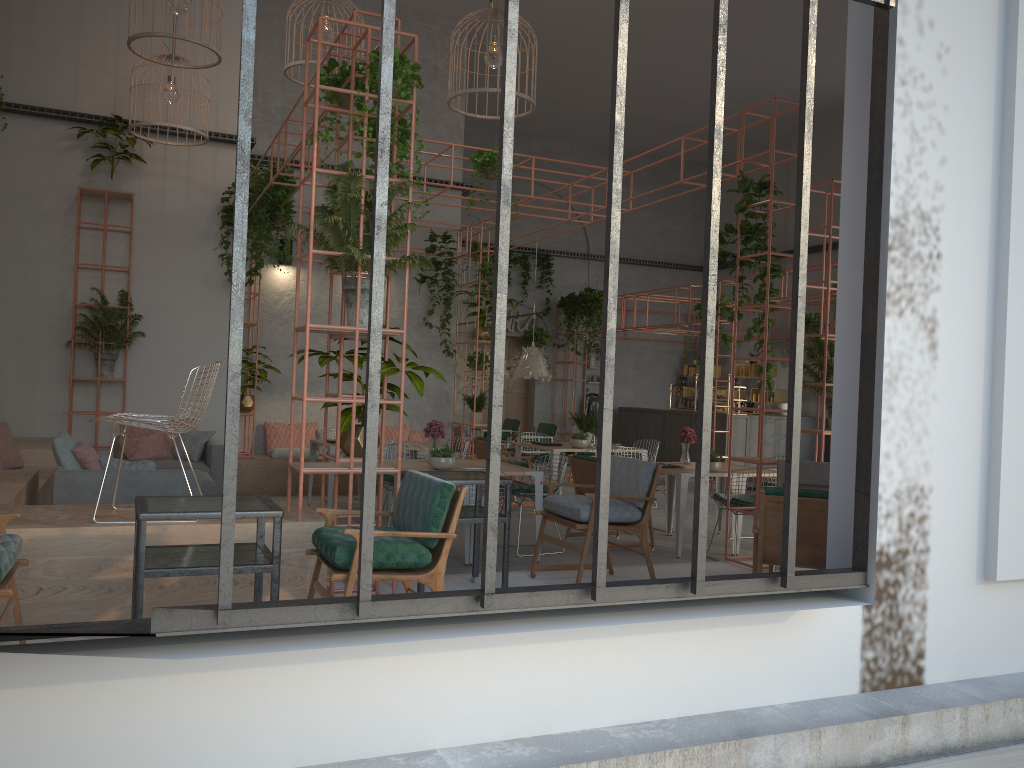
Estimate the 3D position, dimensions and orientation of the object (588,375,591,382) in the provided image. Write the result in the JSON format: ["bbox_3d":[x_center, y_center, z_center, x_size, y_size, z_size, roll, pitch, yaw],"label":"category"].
[{"bbox_3d":[1.809,-0.133,20.627,0.055,0.164,0.092,2,0,-5],"label":"object"}]

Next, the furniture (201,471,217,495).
[{"bbox_3d":[-3.359,1.071,8.494,0.941,0.446,0.975,2,0,-23],"label":"furniture"}]

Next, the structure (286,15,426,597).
[{"bbox_3d":[-0.906,-0.413,5.485,0.748,3.623,0.722,2,0,-23],"label":"structure"}]

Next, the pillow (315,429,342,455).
[{"bbox_3d":[-2.563,0.857,13.077,0.666,0.385,0.289,2,0,-28],"label":"pillow"}]

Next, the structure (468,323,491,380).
[{"bbox_3d":[-0.735,-0.831,19.660,0.921,1.527,0.950,2,0,10],"label":"structure"}]

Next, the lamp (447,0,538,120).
[{"bbox_3d":[-0.133,-4.501,8.835,0.883,3.476,0.883,2,0,29],"label":"lamp"}]

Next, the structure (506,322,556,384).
[{"bbox_3d":[0.458,-0.761,20.224,0.950,1.527,0.921,2,0,-25],"label":"structure"}]

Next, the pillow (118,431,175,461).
[{"bbox_3d":[-4.036,0.686,9.801,0.479,0.317,0.441,2,0,-42],"label":"pillow"}]

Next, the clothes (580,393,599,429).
[{"bbox_3d":[1.922,0.713,20.658,0.625,0.997,0.366,2,0,-43],"label":"clothes"}]

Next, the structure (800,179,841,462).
[{"bbox_3d":[3.022,-0.046,8.320,0.624,3.602,0.424,2,0,-23],"label":"structure"}]

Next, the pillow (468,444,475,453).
[{"bbox_3d":[-0.622,1.079,14.703,0.491,0.149,0.637,2,0,-22],"label":"pillow"}]

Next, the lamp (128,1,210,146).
[{"bbox_3d":[-3.964,-4.653,10.433,0.883,3.476,0.883,2,0,29],"label":"lamp"}]

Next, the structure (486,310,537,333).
[{"bbox_3d":[-0.036,-1.414,19.895,1.312,0.505,0.063,2,0,-23],"label":"structure"}]

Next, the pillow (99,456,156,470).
[{"bbox_3d":[-2.986,0.736,7.002,0.499,0.324,0.307,2,0,12],"label":"pillow"}]

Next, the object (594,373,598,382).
[{"bbox_3d":[1.953,-0.147,20.675,0.081,0.204,0.081,2,0,-23],"label":"object"}]

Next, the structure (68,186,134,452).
[{"bbox_3d":[-5.075,-0.571,10.945,0.624,3.596,0.424,2,0,-23],"label":"structure"}]

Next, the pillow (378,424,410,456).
[{"bbox_3d":[-1.967,0.834,13.310,0.839,0.474,0.276,2,0,-3],"label":"pillow"}]

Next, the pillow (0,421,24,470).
[{"bbox_3d":[-5.117,0.623,8.748,0.276,0.474,0.839,2,0,-3],"label":"pillow"}]

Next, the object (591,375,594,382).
[{"bbox_3d":[1.877,-0.123,20.634,0.063,0.151,0.063,2,0,-37],"label":"object"}]

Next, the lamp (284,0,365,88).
[{"bbox_3d":[-2.063,-5.213,10.063,0.883,3.476,0.883,2,0,29],"label":"lamp"}]

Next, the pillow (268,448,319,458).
[{"bbox_3d":[-3.066,0.973,12.423,0.637,0.149,0.491,2,0,-22],"label":"pillow"}]

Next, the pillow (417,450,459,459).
[{"bbox_3d":[-1.172,1.053,13.244,0.637,0.149,0.491,2,0,-22],"label":"pillow"}]

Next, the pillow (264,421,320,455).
[{"bbox_3d":[-3.159,0.784,12.841,0.839,0.474,0.276,2,0,-33],"label":"pillow"}]

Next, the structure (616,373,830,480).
[{"bbox_3d":[4.429,0.828,19.121,2.579,2.022,4.057,2,0,-23],"label":"structure"}]

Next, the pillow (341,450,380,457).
[{"bbox_3d":[-2.105,1.014,12.840,0.637,0.149,0.491,2,0,-22],"label":"pillow"}]

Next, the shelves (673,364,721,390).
[{"bbox_3d":[4.400,0.466,20.765,0.328,1.838,1.750,2,0,-23],"label":"shelves"}]

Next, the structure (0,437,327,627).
[{"bbox_3d":[-3.647,0.728,6.953,3.396,1.111,9.152,2,0,-23],"label":"structure"}]

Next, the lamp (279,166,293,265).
[{"bbox_3d":[-3.226,-2.436,12.741,0.179,1.425,0.185,2,0,-23],"label":"lamp"}]

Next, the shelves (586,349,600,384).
[{"bbox_3d":[2.023,-0.399,20.684,0.560,0.790,0.186,2,0,-23],"label":"shelves"}]

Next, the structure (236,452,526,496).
[{"bbox_3d":[-2.960,1.283,15.297,4.386,0.500,5.831,2,0,-23],"label":"structure"}]

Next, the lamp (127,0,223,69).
[{"bbox_3d":[-3.301,-5.048,8.884,0.883,3.476,0.883,2,0,29],"label":"lamp"}]

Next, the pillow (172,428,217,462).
[{"bbox_3d":[-3.599,0.685,9.930,0.495,0.349,0.308,2,0,26],"label":"pillow"}]

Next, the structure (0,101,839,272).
[{"bbox_3d":[0.835,-3.011,12.074,15.603,0.110,15.203,2,0,-23],"label":"structure"}]

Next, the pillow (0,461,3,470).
[{"bbox_3d":[-4.858,0.678,8.198,0.289,0.385,0.666,2,0,-28],"label":"pillow"}]

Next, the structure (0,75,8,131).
[{"bbox_3d":[-4.515,-2.724,7.233,0.670,1.290,1.434,2,0,-23],"label":"structure"}]

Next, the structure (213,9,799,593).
[{"bbox_3d":[-2.103,-0.821,12.879,4.501,4.345,14.096,2,0,-25],"label":"structure"}]

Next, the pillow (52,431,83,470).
[{"bbox_3d":[-3.495,0.633,7.052,0.276,0.474,0.839,2,0,-23],"label":"pillow"}]

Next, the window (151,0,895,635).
[{"bbox_3d":[-0.184,-1.951,3.088,4.126,5.544,0.089,2,0,-23],"label":"window"}]

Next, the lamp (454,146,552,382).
[{"bbox_3d":[-0.297,-2.087,16.738,0.704,4.052,4.456,2,0,-23],"label":"lamp"}]

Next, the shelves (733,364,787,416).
[{"bbox_3d":[5.162,0.492,19.003,0.328,1.838,1.750,2,0,-23],"label":"shelves"}]

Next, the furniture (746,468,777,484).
[{"bbox_3d":[4.246,1.599,14.175,0.941,0.446,0.976,2,0,-23],"label":"furniture"}]

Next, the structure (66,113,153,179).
[{"bbox_3d":[-4.859,-2.909,10.849,0.934,0.803,0.903,2,0,38],"label":"structure"}]

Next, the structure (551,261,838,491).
[{"bbox_3d":[5.428,0.049,14.416,4.157,4.247,14.689,2,0,-23],"label":"structure"}]

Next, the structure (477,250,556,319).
[{"bbox_3d":[0.046,-2.250,19.802,1.939,1.514,0.856,2,0,-29],"label":"structure"}]

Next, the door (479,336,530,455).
[{"bbox_3d":[-0.364,0.265,20.562,1.360,2.729,0.551,2,0,-23],"label":"door"}]

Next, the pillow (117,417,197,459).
[{"bbox_3d":[-4.030,0.622,10.094,0.836,0.476,0.273,2,0,-23],"label":"pillow"}]

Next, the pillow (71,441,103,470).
[{"bbox_3d":[-3.353,0.671,7.099,0.289,0.385,0.666,2,0,-23],"label":"pillow"}]

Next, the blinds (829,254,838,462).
[{"bbox_3d":[7.299,-0.376,15.315,0.414,4.389,4.957,2,0,-22],"label":"blinds"}]

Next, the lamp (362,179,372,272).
[{"bbox_3d":[-2.118,-2.389,13.221,0.179,1.425,0.185,2,0,-23],"label":"lamp"}]

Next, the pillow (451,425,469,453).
[{"bbox_3d":[-0.960,0.880,14.437,0.276,0.474,0.839,2,0,-33],"label":"pillow"}]

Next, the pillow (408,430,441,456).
[{"bbox_3d":[-1.388,0.906,13.586,0.666,0.385,0.289,2,0,-28],"label":"pillow"}]
